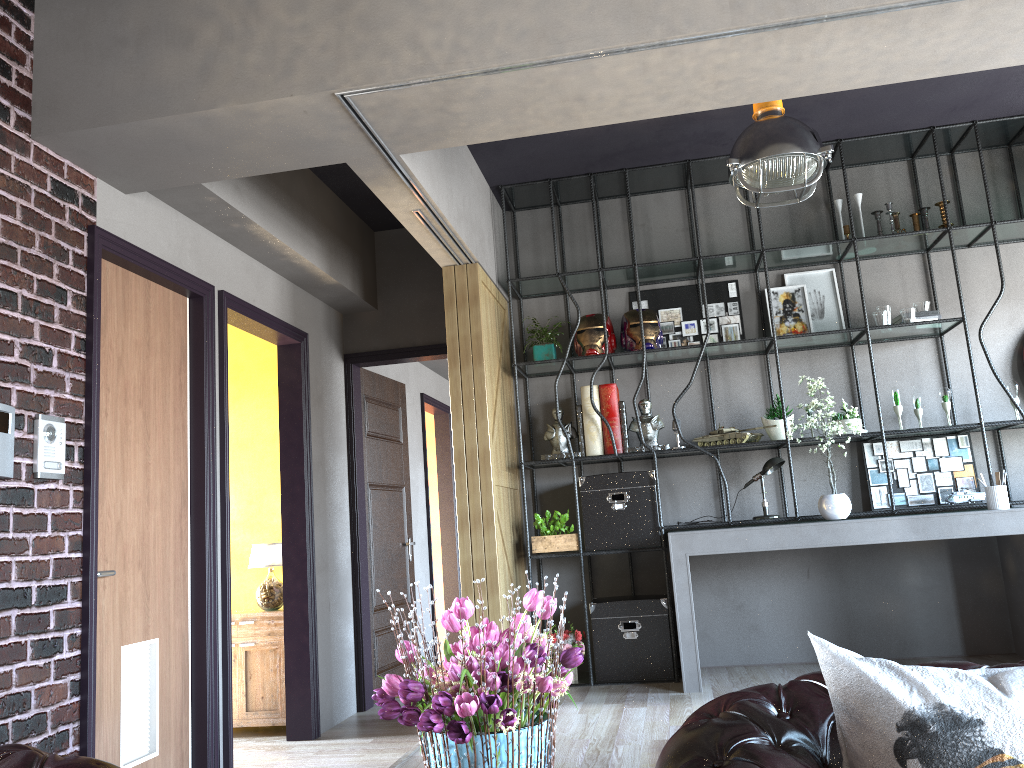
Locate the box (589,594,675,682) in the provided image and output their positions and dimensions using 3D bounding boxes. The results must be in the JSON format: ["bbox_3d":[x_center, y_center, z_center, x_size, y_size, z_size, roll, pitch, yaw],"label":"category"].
[{"bbox_3d":[0.764,1.594,5.618,0.488,0.482,0.373,-6,-10,9],"label":"box"}]

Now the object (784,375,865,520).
[{"bbox_3d":[1.833,0.349,5.119,0.398,0.854,0.419,3,-12,-34],"label":"object"}]

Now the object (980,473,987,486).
[{"bbox_3d":[2.716,0.610,5.065,0.023,0.203,0.046,6,-14,-44],"label":"object"}]

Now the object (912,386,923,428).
[{"bbox_3d":[2.612,0.164,5.708,0.113,0.302,0.113,-10,-12,28],"label":"object"}]

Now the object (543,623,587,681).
[{"bbox_3d":[0.308,1.685,5.595,0.345,0.363,0.331,-6,-10,13],"label":"object"}]

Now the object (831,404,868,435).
[{"bbox_3d":[2.094,0.223,5.567,0.235,0.213,0.234,3,-12,-35],"label":"object"}]

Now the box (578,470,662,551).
[{"bbox_3d":[0.709,0.821,5.758,0.488,0.482,0.373,-6,-10,9],"label":"box"}]

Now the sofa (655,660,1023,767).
[{"bbox_3d":[1.470,0.843,1.203,2.565,0.840,1.236,-6,-10,9],"label":"sofa"}]

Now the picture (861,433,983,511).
[{"bbox_3d":[2.610,0.561,5.660,0.665,0.448,0.051,-6,-10,9],"label":"picture"}]

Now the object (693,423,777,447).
[{"bbox_3d":[1.442,0.316,5.710,0.206,0.171,0.576,6,-14,-45],"label":"object"}]

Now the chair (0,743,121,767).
[{"bbox_3d":[-1.039,0.990,1.030,1.243,0.847,1.491,-12,-12,39],"label":"chair"}]

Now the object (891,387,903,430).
[{"bbox_3d":[2.370,0.151,5.446,0.113,0.275,0.113,-6,-10,13],"label":"object"}]

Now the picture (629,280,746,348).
[{"bbox_3d":[1.206,-0.440,6.118,0.749,0.504,0.058,-6,-10,9],"label":"picture"}]

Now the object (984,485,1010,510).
[{"bbox_3d":[2.748,0.647,5.024,0.110,0.137,0.110,-8,-11,19],"label":"object"}]

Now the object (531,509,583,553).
[{"bbox_3d":[0.280,0.933,5.656,0.304,0.266,0.180,-6,-10,9],"label":"object"}]

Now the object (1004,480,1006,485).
[{"bbox_3d":[2.769,0.621,5.013,0.068,0.160,0.009,-8,-11,22],"label":"object"}]

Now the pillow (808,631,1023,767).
[{"bbox_3d":[0.785,0.632,1.431,0.528,0.470,0.282,-6,-10,12],"label":"pillow"}]

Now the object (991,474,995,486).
[{"bbox_3d":[2.760,0.599,5.073,0.009,0.168,0.061,-8,-11,21],"label":"object"}]

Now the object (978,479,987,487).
[{"bbox_3d":[2.728,0.615,5.047,0.137,0.190,0.009,-6,-11,12],"label":"object"}]

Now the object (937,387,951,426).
[{"bbox_3d":[2.662,0.142,5.434,0.113,0.247,0.113,-9,-11,28],"label":"object"}]

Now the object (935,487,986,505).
[{"bbox_3d":[2.790,0.679,5.425,0.378,0.112,0.351,-13,-13,41],"label":"object"}]

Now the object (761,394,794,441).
[{"bbox_3d":[1.690,0.214,5.622,0.193,0.306,0.136,-13,-14,42],"label":"object"}]

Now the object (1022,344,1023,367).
[{"bbox_3d":[3.631,-0.150,5.585,0.750,0.741,0.185,-6,-10,10],"label":"object"}]

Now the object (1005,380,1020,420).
[{"bbox_3d":[3.111,0.108,5.490,0.113,0.271,0.113,-4,-10,-2],"label":"object"}]

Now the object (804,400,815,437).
[{"bbox_3d":[1.941,0.236,5.767,0.113,0.274,0.113,0,-11,-24],"label":"object"}]

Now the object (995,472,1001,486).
[{"bbox_3d":[2.779,0.605,5.061,0.037,0.204,0.023,5,-14,-40],"label":"object"}]

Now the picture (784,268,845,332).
[{"bbox_3d":[2.032,-0.518,5.951,0.332,0.516,0.118,-6,-10,9],"label":"picture"}]

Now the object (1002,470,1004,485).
[{"bbox_3d":[2.789,0.582,5.045,0.052,0.186,0.009,-6,-10,11],"label":"object"}]

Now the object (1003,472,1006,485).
[{"bbox_3d":[2.787,0.588,5.031,0.062,0.169,0.009,-6,-10,9],"label":"object"}]

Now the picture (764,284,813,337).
[{"bbox_3d":[1.854,-0.458,5.929,0.267,0.415,0.101,-6,-10,9],"label":"picture"}]

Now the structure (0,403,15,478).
[{"bbox_3d":[-1.780,0.247,3.006,0.068,0.371,0.279,-6,-10,9],"label":"structure"}]
